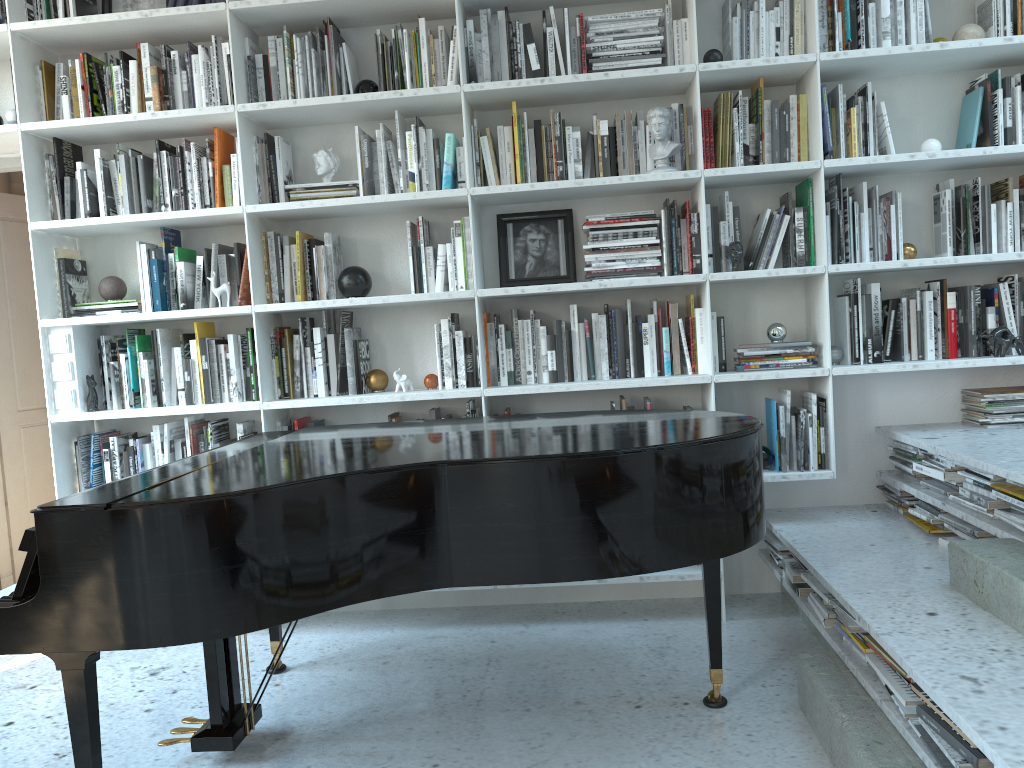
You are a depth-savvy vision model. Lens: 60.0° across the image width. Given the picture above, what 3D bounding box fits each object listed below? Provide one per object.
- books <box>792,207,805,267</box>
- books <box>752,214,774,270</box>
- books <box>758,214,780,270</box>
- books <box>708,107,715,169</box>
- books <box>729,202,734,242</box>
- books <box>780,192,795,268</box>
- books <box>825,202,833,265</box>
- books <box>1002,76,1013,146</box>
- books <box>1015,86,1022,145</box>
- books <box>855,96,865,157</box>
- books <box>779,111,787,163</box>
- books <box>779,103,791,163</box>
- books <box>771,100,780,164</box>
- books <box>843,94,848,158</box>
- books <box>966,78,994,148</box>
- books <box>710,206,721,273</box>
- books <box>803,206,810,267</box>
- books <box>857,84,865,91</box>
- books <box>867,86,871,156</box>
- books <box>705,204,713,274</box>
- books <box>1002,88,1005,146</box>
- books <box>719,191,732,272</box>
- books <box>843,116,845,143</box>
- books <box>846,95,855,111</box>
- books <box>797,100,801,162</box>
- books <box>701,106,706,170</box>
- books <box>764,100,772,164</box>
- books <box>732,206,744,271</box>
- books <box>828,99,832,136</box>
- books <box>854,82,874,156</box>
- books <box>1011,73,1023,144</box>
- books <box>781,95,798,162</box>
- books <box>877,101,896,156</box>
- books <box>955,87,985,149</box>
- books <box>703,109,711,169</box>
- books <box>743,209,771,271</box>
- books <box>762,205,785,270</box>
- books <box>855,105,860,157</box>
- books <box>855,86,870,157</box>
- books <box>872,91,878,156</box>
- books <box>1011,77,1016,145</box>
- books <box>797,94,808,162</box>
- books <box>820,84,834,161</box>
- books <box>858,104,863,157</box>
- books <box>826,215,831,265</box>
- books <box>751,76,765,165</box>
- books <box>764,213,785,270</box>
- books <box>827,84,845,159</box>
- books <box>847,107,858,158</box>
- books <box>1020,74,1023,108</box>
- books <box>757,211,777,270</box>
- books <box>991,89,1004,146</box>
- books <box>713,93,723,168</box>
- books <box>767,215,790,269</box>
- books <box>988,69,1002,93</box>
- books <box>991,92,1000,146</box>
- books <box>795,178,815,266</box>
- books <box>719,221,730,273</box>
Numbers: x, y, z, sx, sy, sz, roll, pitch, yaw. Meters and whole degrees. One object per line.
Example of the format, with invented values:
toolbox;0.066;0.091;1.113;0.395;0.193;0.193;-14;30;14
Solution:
books;1.062;-0.541;3.335;0.029;0.223;0.170;-3;4;5
books;0.932;-0.524;3.349;0.089;0.210;0.175;-3;4;5
books;0.960;-0.527;3.363;0.090;0.212;0.143;-3;4;5
books;0.746;-0.903;3.368;0.013;0.247;0.176;-3;4;5
books;0.825;-0.549;3.377;0.012;0.266;0.157;-3;4;5
books;1.041;-0.572;3.355;0.013;0.286;0.138;-3;4;5
books;1.184;-0.558;3.353;0.011;0.239;0.136;-3;4;5
books;1.789;-0.973;3.257;0.018;0.263;0.165;-3;4;5
books;1.819;-0.955;3.250;0.012;0.224;0.178;-3;4;5
books;1.286;-0.933;3.308;0.017;0.243;0.132;-3;4;5
books;0.991;-0.894;3.314;0.034;0.204;0.181;-3;4;5
books;1.017;-0.915;3.330;0.028;0.240;0.145;-3;4;5
books;0.965;-0.911;3.306;0.027;0.242;0.188;-3;4;5
books;1.225;-0.936;3.313;0.013;0.256;0.144;-3;4;5
books;1.723;-0.970;3.267;0.021;0.264;0.174;-3;4;5
books;0.765;-0.539;3.378;0.028;0.253;0.142;-3;4;5
books;1.088;-0.545;3.344;0.021;0.226;0.148;-3;4;5
books;1.325;-0.966;3.341;0.011;0.300;0.088;-3;4;5
books;1.301;-0.949;3.302;0.006;0.274;0.167;-3;4;5
books;0.739;-0.543;3.384;0.024;0.264;0.154;-3;4;5
books;1.778;-0.957;3.274;0.007;0.230;0.146;-3;4;5
books;0.811;-0.568;3.368;0.013;0.307;0.141;-3;4;5
books;1.213;-0.903;3.311;0.014;0.193;0.146;-3;4;5
books;1.252;-0.930;3.307;0.008;0.242;0.168;-3;4;5
books;1.060;-0.922;3.336;0.019;0.248;0.148;-3;4;5
books;0.713;-0.905;3.360;0.015;0.255;0.150;-3;4;5
books;0.943;-0.917;3.332;0.033;0.253;0.174;-3;4;5
books;0.849;-0.542;3.377;0.035;0.248;0.140;-3;4;5
books;1.175;-0.927;3.324;0.007;0.244;0.145;-3;4;5
books;1.310;-0.956;3.301;0.013;0.287;0.158;-3;4;5
books;1.838;-0.982;3.262;0.032;0.275;0.154;-3;4;5
books;1.039;-0.929;3.322;0.032;0.267;0.142;-3;4;5
books;1.363;-0.919;3.281;0.051;0.210;0.176;-3;4;5
books;1.688;-0.955;3.277;0.056;0.241;0.153;-3;4;5
books;0.730;-0.900;3.358;0.014;0.244;0.145;-3;4;5
books;0.914;-0.532;3.346;0.095;0.228;0.190;-3;4;5
books;0.974;-0.543;3.359;0.094;0.239;0.149;-3;4;5
books;1.264;-0.914;3.307;0.014;0.209;0.156;-3;4;5
books;1.295;-0.946;3.297;0.006;0.270;0.178;-3;4;5
books;1.334;-0.942;3.309;0.007;0.254;0.160;-3;4;5
books;1.805;-0.972;3.257;0.015;0.260;0.152;-3;4;5
books;1.078;-0.933;3.331;0.033;0.269;0.141;-3;4;5
books;1.151;-0.946;3.305;0.035;0.288;0.191;-3;4;5
books;1.274;-0.916;3.298;0.007;0.212;0.158;-3;4;5
books;1.172;-0.531;3.347;0.015;0.188;0.168;-3;4;5
books;0.922;-0.958;3.327;0.021;0.338;0.169;-3;4;5
books;0.980;-0.531;3.369;0.090;0.215;0.139;-3;4;5
books;1.194;-0.944;3.286;0.013;0.279;0.191;-3;4;5
books;1.240;-0.903;3.284;0.017;0.192;0.191;-3;4;5
books;1.858;-0.982;3.238;0.012;0.274;0.183;-3;4;5
books;0.949;-0.534;3.368;0.095;0.226;0.144;-3;4;5
books;1.755;-0.949;3.260;0.013;0.219;0.187;-3;4;5
books;0.772;-0.926;3.338;0.035;0.293;0.145;-3;4;5
books;0.992;-0.525;3.358;0.091;0.205;0.169;-3;4;5
books;1.766;-0.989;3.272;0.013;0.296;0.153;-3;4;5
books;1.746;-0.944;3.260;0.006;0.210;0.188;-3;4;5
books;1.102;-0.595;3.336;0.014;0.325;0.182;-3;4;5
books;0.793;-0.509;3.358;0.027;0.192;0.182;-3;4;5
